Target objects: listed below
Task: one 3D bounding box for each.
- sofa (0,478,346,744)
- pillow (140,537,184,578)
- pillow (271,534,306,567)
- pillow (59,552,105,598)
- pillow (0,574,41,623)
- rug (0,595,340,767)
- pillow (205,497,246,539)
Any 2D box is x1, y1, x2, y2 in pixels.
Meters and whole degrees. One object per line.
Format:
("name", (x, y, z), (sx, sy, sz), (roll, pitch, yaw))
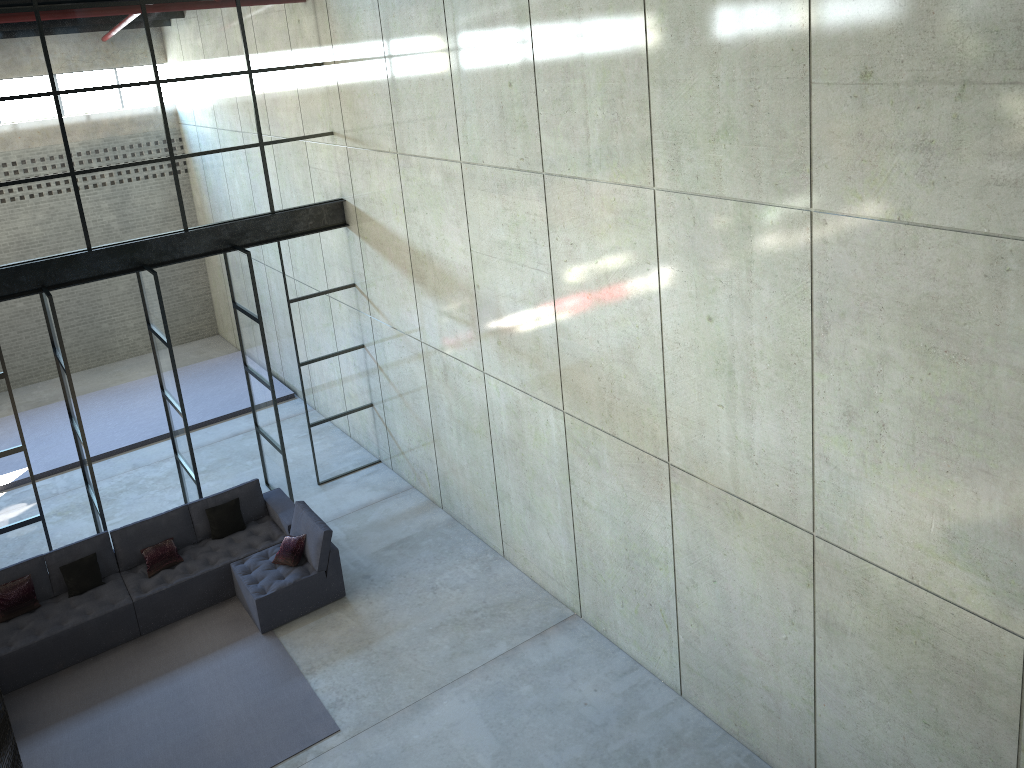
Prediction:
("sofa", (-4.054, 2.282, 9.115), (4.228, 0.838, 1.868), (-19, 25, -31))
("pillow", (-3.901, 1.924, 9.776), (0.391, 0.223, 0.333), (-18, 24, -31))
("pillow", (-2.420, 1.789, 9.606), (0.346, 0.278, 0.351), (6, 22, 29))
("pillow", (-4.607, 2.063, 9.428), (0.391, 0.322, 0.223), (-19, 22, -34))
("pillow", (-5.137, 2.222, 9.085), (0.413, 0.363, 0.196), (-18, 20, -31))
("rug", (-3.746, 3.223, 7.846), (3.696, 0.019, 2.711), (-19, 26, -30))
("pillow", (-3.340, 1.582, 10.245), (0.408, 0.368, 0.202), (-18, 20, -31))
